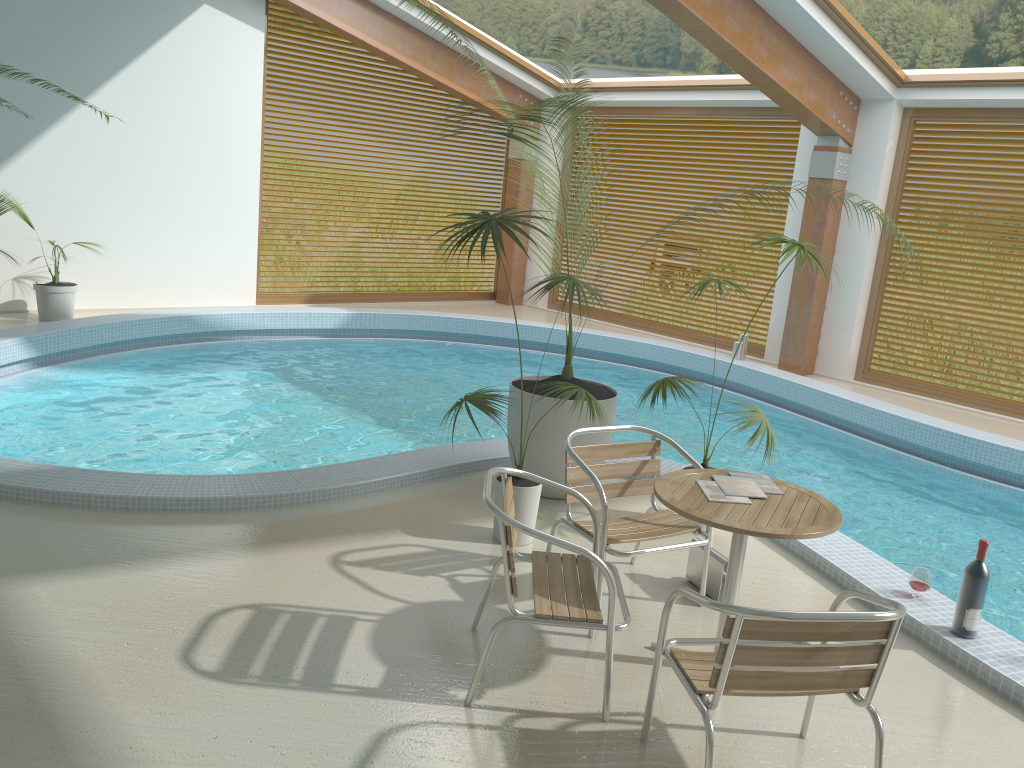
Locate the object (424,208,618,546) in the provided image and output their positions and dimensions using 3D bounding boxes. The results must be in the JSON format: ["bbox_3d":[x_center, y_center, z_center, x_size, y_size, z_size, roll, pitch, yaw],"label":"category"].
[{"bbox_3d":[0.043,-0.003,4.385,1.059,1.695,0.791,4,13,-8],"label":"object"}]

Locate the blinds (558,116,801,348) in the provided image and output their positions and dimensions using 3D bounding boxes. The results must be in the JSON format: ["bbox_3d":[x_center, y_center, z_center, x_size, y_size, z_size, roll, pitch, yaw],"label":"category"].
[{"bbox_3d":[2.203,-2.186,12.184,0.095,2.921,4.200,-6,17,-42],"label":"blinds"}]

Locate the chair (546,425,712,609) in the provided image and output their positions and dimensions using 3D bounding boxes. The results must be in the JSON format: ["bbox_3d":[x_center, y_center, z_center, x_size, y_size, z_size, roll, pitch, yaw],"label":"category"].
[{"bbox_3d":[0.540,0.616,4.032,0.618,0.727,0.563,-2,15,-30],"label":"chair"}]

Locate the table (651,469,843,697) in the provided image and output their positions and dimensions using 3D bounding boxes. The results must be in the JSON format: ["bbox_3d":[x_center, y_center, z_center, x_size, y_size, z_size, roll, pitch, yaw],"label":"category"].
[{"bbox_3d":[0.859,0.785,3.459,0.700,0.720,0.700,0,14,-23],"label":"table"}]

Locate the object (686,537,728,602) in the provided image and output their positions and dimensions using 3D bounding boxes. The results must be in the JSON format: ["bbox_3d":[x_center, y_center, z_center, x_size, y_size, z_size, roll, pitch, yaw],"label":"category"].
[{"bbox_3d":[0.944,0.883,4.203,0.081,0.223,0.272,0,14,-23],"label":"object"}]

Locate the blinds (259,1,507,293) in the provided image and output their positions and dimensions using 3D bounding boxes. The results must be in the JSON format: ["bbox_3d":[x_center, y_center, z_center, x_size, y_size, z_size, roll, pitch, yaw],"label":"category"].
[{"bbox_3d":[-1.758,-3.222,12.510,4.500,4.025,0.099,-6,17,-42],"label":"blinds"}]

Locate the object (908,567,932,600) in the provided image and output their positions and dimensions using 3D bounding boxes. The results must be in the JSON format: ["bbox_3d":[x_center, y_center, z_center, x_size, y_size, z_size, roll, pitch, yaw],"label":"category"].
[{"bbox_3d":[1.932,0.942,4.200,0.102,0.137,0.102,-3,15,-34],"label":"object"}]

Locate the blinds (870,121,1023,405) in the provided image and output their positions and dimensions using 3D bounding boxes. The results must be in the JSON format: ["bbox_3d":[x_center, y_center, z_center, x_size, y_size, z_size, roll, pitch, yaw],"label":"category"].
[{"bbox_3d":[5.568,-1.059,8.614,0.095,2.921,4.200,-6,17,-42],"label":"blinds"}]

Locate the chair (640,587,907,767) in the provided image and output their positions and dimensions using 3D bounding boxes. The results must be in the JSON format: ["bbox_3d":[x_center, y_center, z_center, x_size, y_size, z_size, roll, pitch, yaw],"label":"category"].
[{"bbox_3d":[0.813,0.921,2.786,0.618,0.727,0.563,3,13,-11],"label":"chair"}]

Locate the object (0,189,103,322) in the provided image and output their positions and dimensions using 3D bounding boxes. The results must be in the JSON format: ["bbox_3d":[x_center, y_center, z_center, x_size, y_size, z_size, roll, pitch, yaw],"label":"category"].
[{"bbox_3d":[-4.632,-1.290,8.983,1.067,1.310,0.822,-2,15,-31],"label":"object"}]

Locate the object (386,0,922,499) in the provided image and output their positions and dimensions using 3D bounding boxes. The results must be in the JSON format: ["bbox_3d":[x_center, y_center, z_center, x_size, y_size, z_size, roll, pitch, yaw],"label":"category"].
[{"bbox_3d":[0.541,-0.756,5.039,2.979,2.960,2.729,-1,14,-25],"label":"object"}]

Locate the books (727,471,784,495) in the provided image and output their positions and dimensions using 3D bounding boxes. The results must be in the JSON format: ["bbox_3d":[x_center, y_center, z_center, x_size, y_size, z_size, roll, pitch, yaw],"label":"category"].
[{"bbox_3d":[0.979,0.399,3.573,0.166,0.004,0.241,5,13,-2],"label":"books"}]

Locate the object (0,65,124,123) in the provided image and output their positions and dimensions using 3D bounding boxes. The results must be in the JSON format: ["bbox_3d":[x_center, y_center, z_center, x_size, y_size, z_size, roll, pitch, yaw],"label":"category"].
[{"bbox_3d":[-4.013,-1.116,4.658,2.979,2.960,2.729,8,13,12],"label":"object"}]

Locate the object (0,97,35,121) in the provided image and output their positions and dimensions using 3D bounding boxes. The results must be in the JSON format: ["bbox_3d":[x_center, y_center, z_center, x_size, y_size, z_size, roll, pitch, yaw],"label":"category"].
[{"bbox_3d":[-5.463,-1.664,6.477,2.979,2.960,2.729,12,14,26],"label":"object"}]

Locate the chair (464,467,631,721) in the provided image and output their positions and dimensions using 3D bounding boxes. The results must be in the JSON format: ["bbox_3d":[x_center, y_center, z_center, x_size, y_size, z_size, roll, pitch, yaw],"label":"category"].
[{"bbox_3d":[0.144,0.736,3.319,0.563,0.727,0.618,5,13,-1],"label":"chair"}]

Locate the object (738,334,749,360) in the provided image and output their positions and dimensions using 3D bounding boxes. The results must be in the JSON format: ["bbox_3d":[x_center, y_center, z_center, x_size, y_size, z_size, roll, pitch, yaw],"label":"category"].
[{"bbox_3d":[2.770,-0.436,10.675,0.115,0.320,0.115,7,13,5],"label":"object"}]

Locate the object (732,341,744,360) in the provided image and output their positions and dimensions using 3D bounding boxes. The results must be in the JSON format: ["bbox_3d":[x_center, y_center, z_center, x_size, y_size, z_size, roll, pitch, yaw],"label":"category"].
[{"bbox_3d":[2.628,-0.394,10.322,0.115,0.204,0.115,5,13,-3],"label":"object"}]

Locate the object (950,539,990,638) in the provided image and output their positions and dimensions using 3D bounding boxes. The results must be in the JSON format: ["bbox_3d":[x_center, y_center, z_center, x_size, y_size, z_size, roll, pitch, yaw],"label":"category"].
[{"bbox_3d":[1.993,0.877,3.826,0.109,0.435,0.109,4,13,-8],"label":"object"}]

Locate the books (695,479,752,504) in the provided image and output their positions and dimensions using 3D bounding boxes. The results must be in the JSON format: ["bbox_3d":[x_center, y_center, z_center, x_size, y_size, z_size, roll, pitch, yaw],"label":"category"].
[{"bbox_3d":[0.815,0.416,3.424,0.166,0.004,0.241,5,13,-2],"label":"books"}]

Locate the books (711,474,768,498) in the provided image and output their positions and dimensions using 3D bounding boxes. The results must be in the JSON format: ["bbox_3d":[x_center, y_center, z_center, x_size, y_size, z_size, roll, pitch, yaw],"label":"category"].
[{"bbox_3d":[0.894,0.404,3.494,0.166,0.004,0.241,5,13,-2],"label":"books"}]

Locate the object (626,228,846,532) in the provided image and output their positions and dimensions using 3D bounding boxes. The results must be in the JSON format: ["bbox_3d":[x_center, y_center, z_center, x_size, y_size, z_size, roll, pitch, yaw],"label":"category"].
[{"bbox_3d":[1.216,-0.011,4.936,1.059,1.695,0.791,14,15,33],"label":"object"}]

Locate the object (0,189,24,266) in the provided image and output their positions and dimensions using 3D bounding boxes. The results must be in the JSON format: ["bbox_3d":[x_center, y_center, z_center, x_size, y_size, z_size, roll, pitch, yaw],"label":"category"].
[{"bbox_3d":[-4.900,-1.135,8.171,0.822,1.310,1.067,5,13,-4],"label":"object"}]
